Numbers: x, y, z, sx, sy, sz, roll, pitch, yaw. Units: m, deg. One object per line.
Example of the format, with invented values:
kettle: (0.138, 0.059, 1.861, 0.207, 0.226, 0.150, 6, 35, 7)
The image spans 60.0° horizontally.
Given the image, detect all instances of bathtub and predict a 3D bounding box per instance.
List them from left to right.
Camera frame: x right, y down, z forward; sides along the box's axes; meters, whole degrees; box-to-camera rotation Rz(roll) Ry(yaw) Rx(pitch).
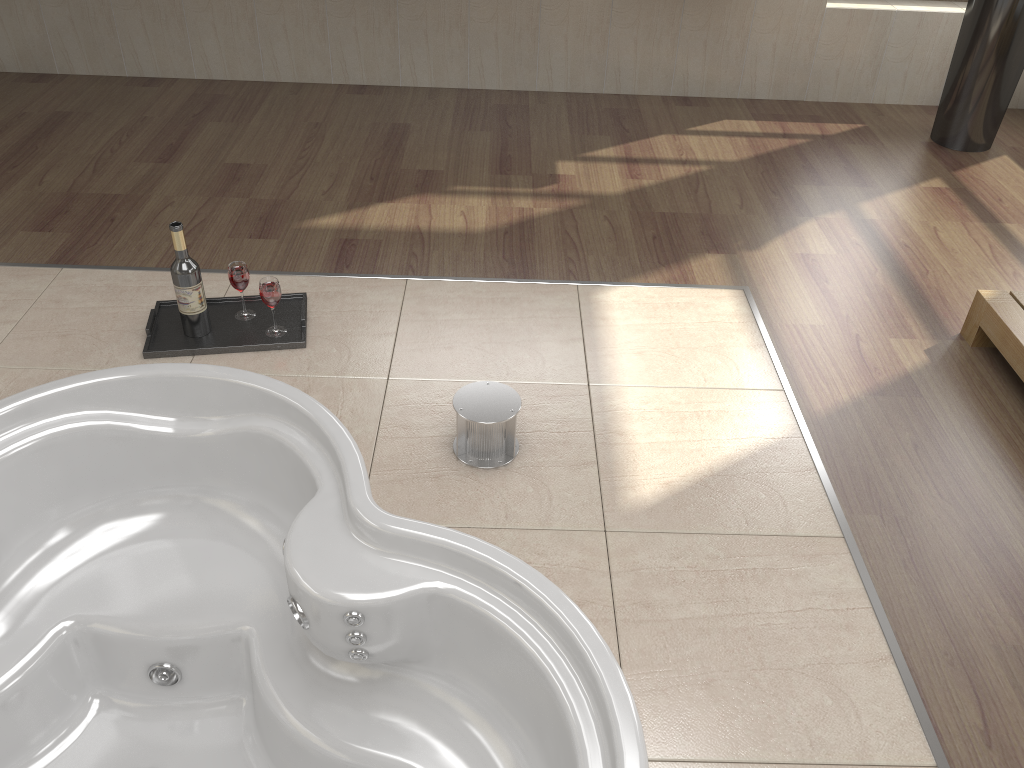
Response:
bathtub: (-0.820, 0.822, 1.578, 1.754, 0.674, 1.751, 32, 46, 34)

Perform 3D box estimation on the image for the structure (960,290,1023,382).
structure: (1.559, 0.192, 1.921, 0.620, 0.140, 1.280, 2, 37, -1)

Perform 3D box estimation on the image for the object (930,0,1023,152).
object: (1.844, -1.477, 3.291, 0.343, 1.209, 0.413, 2, 37, -1)

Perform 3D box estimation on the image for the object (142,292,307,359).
object: (-0.750, -0.168, 2.350, 0.400, 0.040, 0.250, -4, 37, -9)

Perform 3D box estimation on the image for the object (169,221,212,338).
object: (-0.819, -0.264, 2.235, 0.070, 0.307, 0.070, -20, 42, -27)

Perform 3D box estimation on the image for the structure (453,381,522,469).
structure: (-0.056, 0.090, 1.968, 0.150, 0.131, 0.150, 4, 37, 3)

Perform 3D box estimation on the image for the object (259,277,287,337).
object: (-0.618, -0.199, 2.289, 0.055, 0.153, 0.055, -3, 37, -7)

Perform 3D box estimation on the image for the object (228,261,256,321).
object: (-0.716, -0.247, 2.348, 0.055, 0.153, 0.055, -3, 37, -7)
